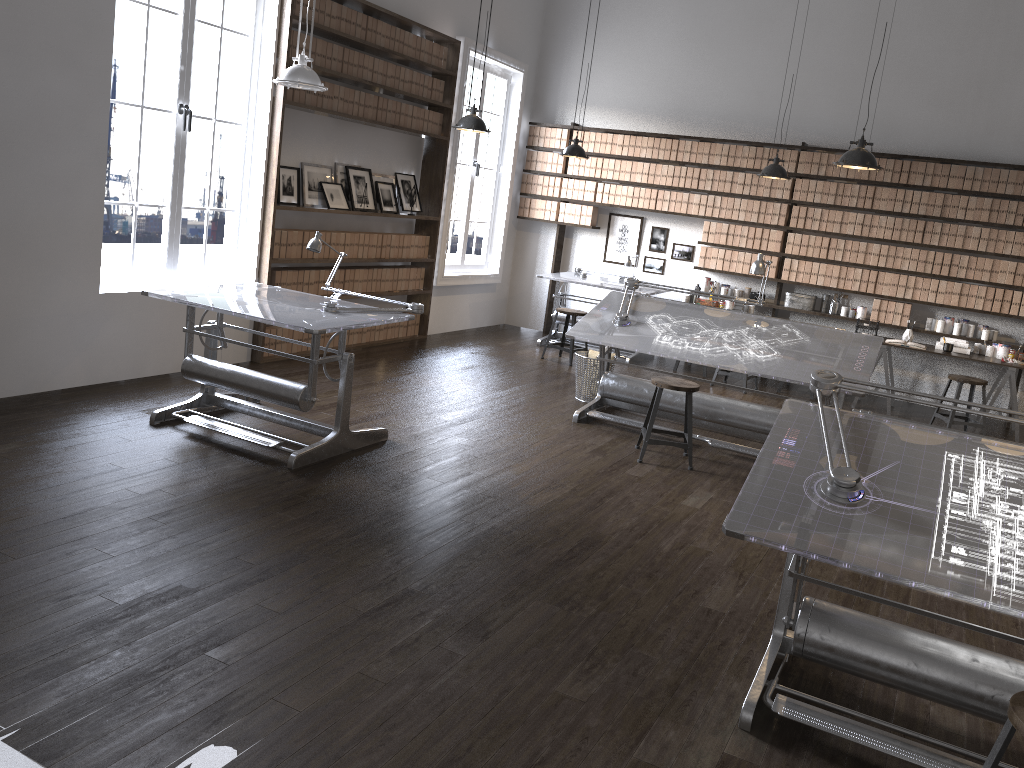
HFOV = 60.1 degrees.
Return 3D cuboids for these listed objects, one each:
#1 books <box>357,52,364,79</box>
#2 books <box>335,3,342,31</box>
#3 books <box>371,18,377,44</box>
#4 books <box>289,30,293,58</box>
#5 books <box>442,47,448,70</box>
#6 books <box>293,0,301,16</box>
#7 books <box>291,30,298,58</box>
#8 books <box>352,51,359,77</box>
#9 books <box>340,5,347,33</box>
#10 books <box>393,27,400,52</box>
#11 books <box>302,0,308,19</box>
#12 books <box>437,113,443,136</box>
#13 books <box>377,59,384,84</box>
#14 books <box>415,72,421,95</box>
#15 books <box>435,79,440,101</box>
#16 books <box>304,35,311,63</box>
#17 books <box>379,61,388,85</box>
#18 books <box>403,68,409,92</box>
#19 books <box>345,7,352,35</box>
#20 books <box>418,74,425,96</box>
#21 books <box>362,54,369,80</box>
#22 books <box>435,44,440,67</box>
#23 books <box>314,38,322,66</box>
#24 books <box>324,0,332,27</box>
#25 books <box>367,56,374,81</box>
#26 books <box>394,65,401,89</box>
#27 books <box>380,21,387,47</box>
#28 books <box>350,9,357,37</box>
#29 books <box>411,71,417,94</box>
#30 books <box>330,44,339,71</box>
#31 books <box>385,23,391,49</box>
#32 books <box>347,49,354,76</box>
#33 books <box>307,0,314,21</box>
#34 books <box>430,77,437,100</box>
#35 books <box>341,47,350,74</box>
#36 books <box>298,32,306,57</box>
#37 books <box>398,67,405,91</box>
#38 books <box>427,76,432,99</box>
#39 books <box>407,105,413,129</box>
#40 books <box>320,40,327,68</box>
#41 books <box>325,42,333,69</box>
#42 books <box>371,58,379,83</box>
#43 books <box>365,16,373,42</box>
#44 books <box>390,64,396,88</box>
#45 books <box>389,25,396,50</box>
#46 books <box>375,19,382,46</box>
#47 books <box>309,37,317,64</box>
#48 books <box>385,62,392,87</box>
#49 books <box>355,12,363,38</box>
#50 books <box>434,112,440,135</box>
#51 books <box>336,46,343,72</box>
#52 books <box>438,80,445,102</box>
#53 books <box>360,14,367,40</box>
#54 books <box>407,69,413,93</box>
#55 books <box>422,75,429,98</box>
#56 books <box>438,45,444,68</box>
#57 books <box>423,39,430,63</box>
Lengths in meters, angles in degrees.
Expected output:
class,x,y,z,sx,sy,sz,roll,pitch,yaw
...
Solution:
class,x,y,z,sx,sy,sz,roll,pitch,yaw
books,-1.371,-2.734,7.616,0.175,0.224,0.067,12,10,26
books,-1.492,-3.000,7.258,0.175,0.224,0.067,12,10,26
books,-1.270,-3.064,7.700,0.175,0.224,0.067,12,10,25
books,-1.783,-2.620,6.819,0.175,0.224,0.067,12,10,25
books,-0.733,-3.214,8.748,0.175,0.224,0.067,12,10,26
books,-1.709,-2.936,6.820,0.175,0.224,0.067,12,10,26
books,-1.750,-2.629,6.880,0.175,0.224,0.067,12,10,25
books,-1.403,-2.727,7.562,0.175,0.224,0.067,12,10,25
books,-1.458,-3.007,7.315,0.175,0.224,0.067,12,10,25
books,-1.109,-3.108,8.012,0.175,0.224,0.067,12,10,26
books,-1.676,-2.945,6.884,0.175,0.224,0.067,12,10,25
books,-0.792,-2.609,8.895,0.175,0.224,0.067,12,10,26
books,-1.242,-2.772,7.877,0.175,0.224,0.067,12,10,25
books,-0.970,-2.851,8.419,0.175,0.224,0.067,12,10,26
books,-0.808,-2.897,8.741,0.175,0.224,0.067,12,10,25
books,-1.684,-2.646,7.006,0.175,0.224,0.067,12,10,25
books,-1.215,-2.780,7.933,0.175,0.224,0.067,12,10,25
books,-1.057,-2.825,8.243,0.175,0.224,0.067,12,10,26
books,-1.433,-3.017,7.378,0.175,0.224,0.067,12,10,26
books,-0.938,-2.860,8.482,0.175,0.224,0.067,12,10,26
books,-1.338,-2.743,7.680,0.175,0.224,0.067,12,10,25
books,-0.801,-3.197,8.624,0.175,0.224,0.067,12,10,25
books,-1.623,-2.662,7.120,0.175,0.224,0.067,12,10,26
books,-1.550,-2.982,7.136,0.175,0.224,0.067,12,10,25
books,-1.309,-2.753,7.746,0.175,0.224,0.067,12,10,25
books,-1.123,-2.807,8.117,0.175,0.224,0.067,12,10,26
books,-1.205,-3.081,7.821,0.175,0.224,0.067,12,10,25
books,-1.401,-3.026,7.441,0.175,0.224,0.067,12,10,26
books,-0.995,-2.841,8.357,0.175,0.224,0.067,12,10,25
books,-1.530,-2.690,7.307,0.175,0.224,0.067,12,10,26
books,-1.177,-3.090,7.885,0.175,0.224,0.067,12,10,26
books,-1.435,-2.719,7.504,0.175,0.224,0.067,12,10,26
books,-1.647,-2.955,6.950,0.175,0.224,0.067,12,10,25
books,-0.836,-2.887,8.673,0.175,0.224,0.067,12,10,26
books,-1.463,-2.708,7.436,0.175,0.224,0.067,12,10,25
books,-1.715,-2.637,6.941,0.175,0.224,0.067,12,10,26
books,-1.088,-2.815,8.178,0.175,0.224,0.067,12,10,25
books,-0.875,-2.878,8.609,0.175,0.224,0.067,12,10,25
books,-1.040,-2.538,8.402,0.175,0.224,0.067,12,10,25
books,-1.598,-2.672,7.182,0.175,0.224,0.067,12,10,25
books,-1.566,-2.681,7.246,0.175,0.224,0.067,12,10,25
books,-1.273,-2.762,7.811,0.175,0.224,0.067,12,10,26
books,-1.299,-3.053,7.631,0.175,0.224,0.067,12,10,26
books,-1.156,-2.798,8.056,0.175,0.224,0.067,12,10,26
books,-1.144,-3.099,7.946,0.175,0.224,0.067,12,10,26
books,-1.235,-3.071,7.755,0.175,0.224,0.067,12,10,25
books,-1.657,-2.655,7.063,0.175,0.224,0.067,12,10,25
books,-1.181,-2.788,7.991,0.175,0.224,0.067,12,10,26
books,-1.365,-3.034,7.502,0.175,0.224,0.067,12,10,25
books,-0.823,-2.600,8.833,0.175,0.224,0.067,12,10,26
books,-1.502,-2.700,7.372,0.175,0.224,0.067,12,10,26
books,-0.771,-2.906,8.808,0.175,0.224,0.067,12,10,26
books,-1.337,-3.045,7.567,0.175,0.224,0.067,12,10,25
books,-1.030,-2.833,8.299,0.175,0.224,0.067,12,10,26
books,-0.903,-2.868,8.544,0.175,0.224,0.067,12,10,25
books,-0.769,-3.206,8.687,0.175,0.224,0.067,12,10,25
books,-0.887,-3.171,8.447,0.175,0.224,0.067,12,10,25
